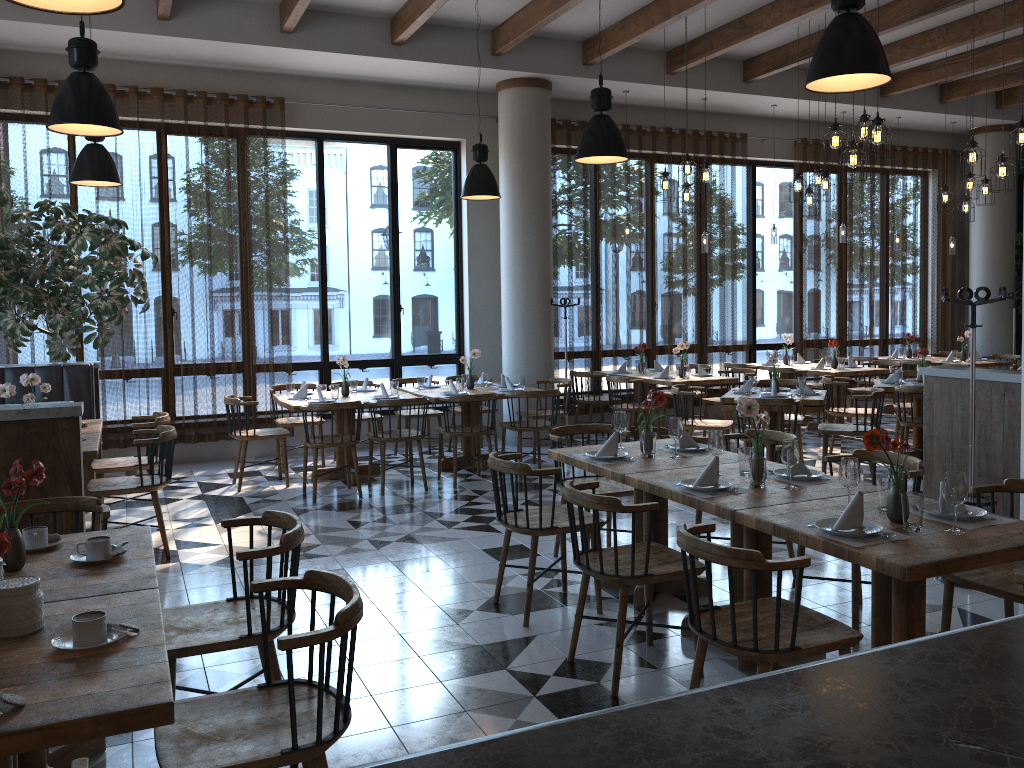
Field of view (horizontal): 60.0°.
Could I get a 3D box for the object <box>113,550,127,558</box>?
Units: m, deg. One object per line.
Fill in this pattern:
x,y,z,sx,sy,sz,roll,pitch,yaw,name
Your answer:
-1.332,0.576,3.010,0.050,0.023,0.052,-3,5,-28,object

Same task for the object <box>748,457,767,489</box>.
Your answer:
1.101,0.398,3.974,0.080,0.132,0.080,-1,3,-9,object

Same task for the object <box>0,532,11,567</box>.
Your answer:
-1.304,0.490,2.143,0.156,0.354,0.171,-3,4,-38,object

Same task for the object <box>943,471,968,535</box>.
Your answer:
1.582,0.423,3.164,0.081,0.215,0.081,-3,4,-32,object

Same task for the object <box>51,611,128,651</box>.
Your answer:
-1.070,0.621,2.246,0.176,0.067,0.176,2,6,28,object

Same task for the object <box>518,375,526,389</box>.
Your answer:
0.095,-0.019,8.746,0.080,0.132,0.080,-4,4,-39,object

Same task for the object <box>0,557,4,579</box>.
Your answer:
-1.607,0.561,2.669,0.129,0.128,0.130,1,4,20,object

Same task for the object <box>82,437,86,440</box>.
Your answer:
-2.791,0.351,5.751,0.053,0.025,0.049,2,6,34,object

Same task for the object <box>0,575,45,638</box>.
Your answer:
-1.310,0.586,2.341,0.129,0.128,0.130,1,4,20,object

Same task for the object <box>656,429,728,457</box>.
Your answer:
0.999,0.304,5.005,0.272,0.137,0.352,-3,5,-24,object

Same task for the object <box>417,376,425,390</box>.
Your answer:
-0.898,-0.006,8.773,0.080,0.132,0.080,-4,4,-39,object

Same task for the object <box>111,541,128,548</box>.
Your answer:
-1.397,0.566,3.138,0.034,0.023,0.155,-1,5,1,object

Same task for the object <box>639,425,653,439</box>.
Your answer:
0.763,0.306,5.053,0.080,0.132,0.080,-1,3,6,object

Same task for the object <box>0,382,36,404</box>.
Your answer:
-3.088,0.189,5.524,0.146,0.399,0.207,1,4,33,object

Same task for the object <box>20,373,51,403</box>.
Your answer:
-3.396,0.121,6.327,0.207,0.399,0.146,-2,3,-18,object

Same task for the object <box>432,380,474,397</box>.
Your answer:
-0.545,0.030,8.284,0.352,0.137,0.272,-3,5,-24,object

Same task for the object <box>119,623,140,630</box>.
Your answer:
-1.001,0.635,2.318,0.053,0.025,0.049,2,6,34,object

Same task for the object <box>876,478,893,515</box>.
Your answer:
1.465,0.439,3.460,0.080,0.132,0.080,-1,3,6,object

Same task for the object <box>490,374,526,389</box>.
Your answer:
-0.045,-0.038,8.955,0.272,0.137,0.352,-3,5,-24,object

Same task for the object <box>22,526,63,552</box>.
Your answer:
-1.698,0.549,3.157,0.176,0.067,0.176,-5,6,-38,object

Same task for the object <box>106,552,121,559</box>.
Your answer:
-1.339,0.577,2.977,0.050,0.023,0.052,-3,5,-28,object

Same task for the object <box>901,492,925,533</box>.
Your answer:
1.445,0.464,3.194,0.080,0.132,0.080,-1,3,-9,object

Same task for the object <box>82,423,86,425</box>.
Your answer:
-3.095,0.295,6.384,0.050,0.023,0.052,-3,5,-28,object

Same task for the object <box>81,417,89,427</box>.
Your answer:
-3.157,0.276,6.410,0.176,0.067,0.176,-5,6,-41,object

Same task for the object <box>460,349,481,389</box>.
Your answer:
-0.408,-0.147,8.765,0.207,0.399,0.146,-2,3,-19,object

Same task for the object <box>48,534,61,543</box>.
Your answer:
-1.668,0.560,3.218,0.052,0.023,0.050,-3,5,-26,object

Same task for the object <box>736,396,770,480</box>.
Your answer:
1.109,0.254,4.086,0.146,0.399,0.207,1,4,25,object

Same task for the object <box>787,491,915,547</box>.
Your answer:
1.217,0.464,3.208,0.272,0.137,0.352,-3,5,-24,object

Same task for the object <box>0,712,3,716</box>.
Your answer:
-1.092,0.676,1.862,0.034,0.012,0.156,-5,7,-41,object

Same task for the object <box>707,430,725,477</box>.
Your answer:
0.981,0.333,4.257,0.081,0.215,0.081,1,4,30,object

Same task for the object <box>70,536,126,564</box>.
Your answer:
-1.401,0.558,3.003,0.176,0.067,0.176,-2,5,-9,object

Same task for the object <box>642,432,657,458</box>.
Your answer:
0.742,0.330,4.788,0.080,0.132,0.080,0,3,11,object

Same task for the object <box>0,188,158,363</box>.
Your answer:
-4.080,-0.422,7.705,1.480,2.775,1.757,1,4,25,object

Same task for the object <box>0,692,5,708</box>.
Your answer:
-1.155,0.658,1.848,0.176,0.067,0.176,-4,6,-32,object

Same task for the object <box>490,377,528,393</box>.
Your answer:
-0.021,0.001,8.515,0.352,0.137,0.272,-3,5,-24,object

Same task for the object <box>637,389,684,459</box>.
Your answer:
0.805,0.213,4.842,0.166,0.354,0.296,-2,4,-18,object

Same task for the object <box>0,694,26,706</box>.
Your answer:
-1.064,0.674,1.891,0.049,0.025,0.053,-4,6,-35,object

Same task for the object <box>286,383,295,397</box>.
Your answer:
-2.071,0.056,8.292,0.080,0.132,0.080,-4,4,-39,object

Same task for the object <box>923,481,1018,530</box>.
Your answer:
1.701,0.438,3.411,0.272,0.137,0.352,-3,5,-24,object

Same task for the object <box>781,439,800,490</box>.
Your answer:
1.239,0.357,3.944,0.081,0.215,0.081,-3,4,-32,object

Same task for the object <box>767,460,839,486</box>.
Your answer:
1.357,0.372,4.191,0.272,0.137,0.352,-3,5,-24,object

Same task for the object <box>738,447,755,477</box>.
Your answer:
1.121,0.374,4.240,0.080,0.132,0.080,-1,3,6,object

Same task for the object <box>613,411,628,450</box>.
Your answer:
0.622,0.265,5.071,0.081,0.215,0.081,1,4,30,object

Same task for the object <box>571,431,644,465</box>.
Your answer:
0.514,0.330,4.801,0.272,0.137,0.352,-3,5,-24,object

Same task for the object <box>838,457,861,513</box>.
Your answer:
1.325,0.398,3.477,0.081,0.215,0.081,-3,4,-32,object

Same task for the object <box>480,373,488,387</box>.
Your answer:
-0.283,-0.039,9.029,0.080,0.132,0.080,-4,4,-39,object

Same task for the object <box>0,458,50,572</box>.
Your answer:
-1.603,0.426,2.905,0.156,0.354,0.171,1,4,24,object

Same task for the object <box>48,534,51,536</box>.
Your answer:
-1.701,0.562,3.226,0.052,0.023,0.050,-3,5,-26,object

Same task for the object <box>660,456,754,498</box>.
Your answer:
0.873,0.398,3.988,0.272,0.137,0.352,-3,5,-24,object

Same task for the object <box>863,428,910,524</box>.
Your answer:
1.410,0.340,3.334,0.171,0.354,0.156,0,3,14,object

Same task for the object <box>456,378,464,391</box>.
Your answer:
-0.496,0.011,8.520,0.080,0.132,0.080,-4,4,-39,object

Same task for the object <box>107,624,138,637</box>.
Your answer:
-1.016,0.637,2.281,0.156,0.012,0.034,2,6,28,object

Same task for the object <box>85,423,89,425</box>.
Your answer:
-3.088,0.295,6.417,0.050,0.023,0.052,-3,5,-28,object

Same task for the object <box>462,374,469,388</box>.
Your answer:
-0.469,-0.032,8.989,0.080,0.132,0.080,-4,4,-39,object
